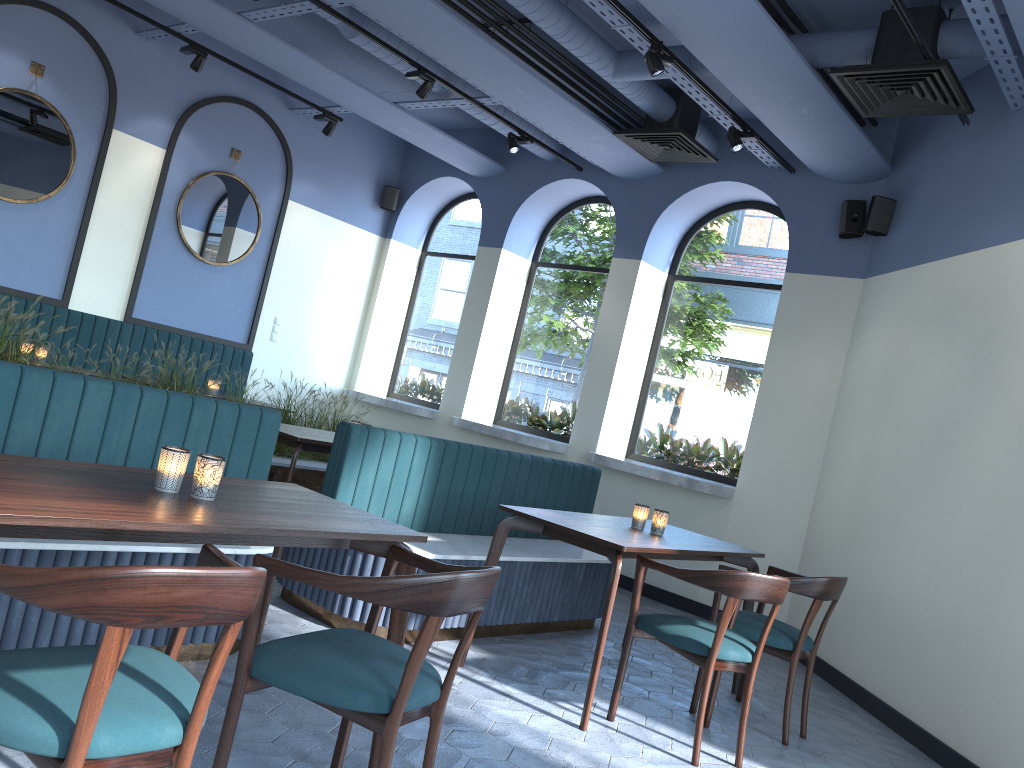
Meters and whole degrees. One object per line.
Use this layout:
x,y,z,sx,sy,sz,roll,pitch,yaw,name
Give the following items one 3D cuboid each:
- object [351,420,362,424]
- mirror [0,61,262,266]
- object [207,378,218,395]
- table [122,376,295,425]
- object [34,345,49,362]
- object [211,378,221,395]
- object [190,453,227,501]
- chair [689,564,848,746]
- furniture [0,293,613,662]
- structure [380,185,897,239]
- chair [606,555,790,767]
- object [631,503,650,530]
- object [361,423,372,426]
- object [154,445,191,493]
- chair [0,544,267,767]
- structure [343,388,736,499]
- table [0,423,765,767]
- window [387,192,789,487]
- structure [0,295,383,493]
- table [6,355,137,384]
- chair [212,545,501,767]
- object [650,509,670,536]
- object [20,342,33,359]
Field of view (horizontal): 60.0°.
-1.045,0.307,5.885,0.078,0.120,0.078,14,-2,-33,object
-3.732,-1.924,6.812,0.026,1.089,4.357,12,-2,40,mirror
-2.366,0.023,7.004,0.078,0.120,0.078,13,-2,23,object
-2.468,0.450,7.061,0.548,0.755,1.332,12,-2,40,table
-3.195,-0.201,6.014,0.078,0.120,0.078,13,-2,23,object
-2.381,0.023,7.101,0.078,0.120,0.078,13,-2,23,object
-0.848,0.260,2.468,0.078,0.120,0.078,13,-2,23,object
1.247,1.239,4.258,0.525,0.793,0.618,12,-2,39,chair
-2.399,0.214,5.269,4.703,1.150,4.800,12,-2,40,furniture
-2.460,-2.446,3.048,7.261,0.268,13.143,13,-2,23,structure
0.822,1.123,3.731,0.618,0.793,0.525,14,-2,-26,chair
0.647,0.671,4.482,0.078,0.120,0.078,14,-2,-33,object
-0.969,0.323,5.826,0.078,0.120,0.078,14,-2,-33,object
-0.943,0.237,2.455,0.078,0.120,0.078,13,-2,23,object
-0.829,0.676,1.755,0.525,0.793,0.618,12,-2,39,chair
0.254,0.382,2.818,4.315,0.080,14.155,13,-2,1,structure
-2.047,0.405,1.804,3.997,0.755,9.778,13,-2,24,table
0.753,-0.760,2.866,3.897,2.394,14.212,13,-2,0,window
-2.648,0.131,5.488,1.143,1.207,4.878,12,-2,41,structure
-3.334,0.214,5.986,0.548,0.755,1.332,12,-2,40,table
-0.380,0.798,2.310,0.525,0.793,0.618,13,-2,26,chair
0.735,0.691,4.428,0.078,0.120,0.078,14,-2,-33,object
-3.289,-0.224,6.000,0.078,0.120,0.078,13,-2,23,object
